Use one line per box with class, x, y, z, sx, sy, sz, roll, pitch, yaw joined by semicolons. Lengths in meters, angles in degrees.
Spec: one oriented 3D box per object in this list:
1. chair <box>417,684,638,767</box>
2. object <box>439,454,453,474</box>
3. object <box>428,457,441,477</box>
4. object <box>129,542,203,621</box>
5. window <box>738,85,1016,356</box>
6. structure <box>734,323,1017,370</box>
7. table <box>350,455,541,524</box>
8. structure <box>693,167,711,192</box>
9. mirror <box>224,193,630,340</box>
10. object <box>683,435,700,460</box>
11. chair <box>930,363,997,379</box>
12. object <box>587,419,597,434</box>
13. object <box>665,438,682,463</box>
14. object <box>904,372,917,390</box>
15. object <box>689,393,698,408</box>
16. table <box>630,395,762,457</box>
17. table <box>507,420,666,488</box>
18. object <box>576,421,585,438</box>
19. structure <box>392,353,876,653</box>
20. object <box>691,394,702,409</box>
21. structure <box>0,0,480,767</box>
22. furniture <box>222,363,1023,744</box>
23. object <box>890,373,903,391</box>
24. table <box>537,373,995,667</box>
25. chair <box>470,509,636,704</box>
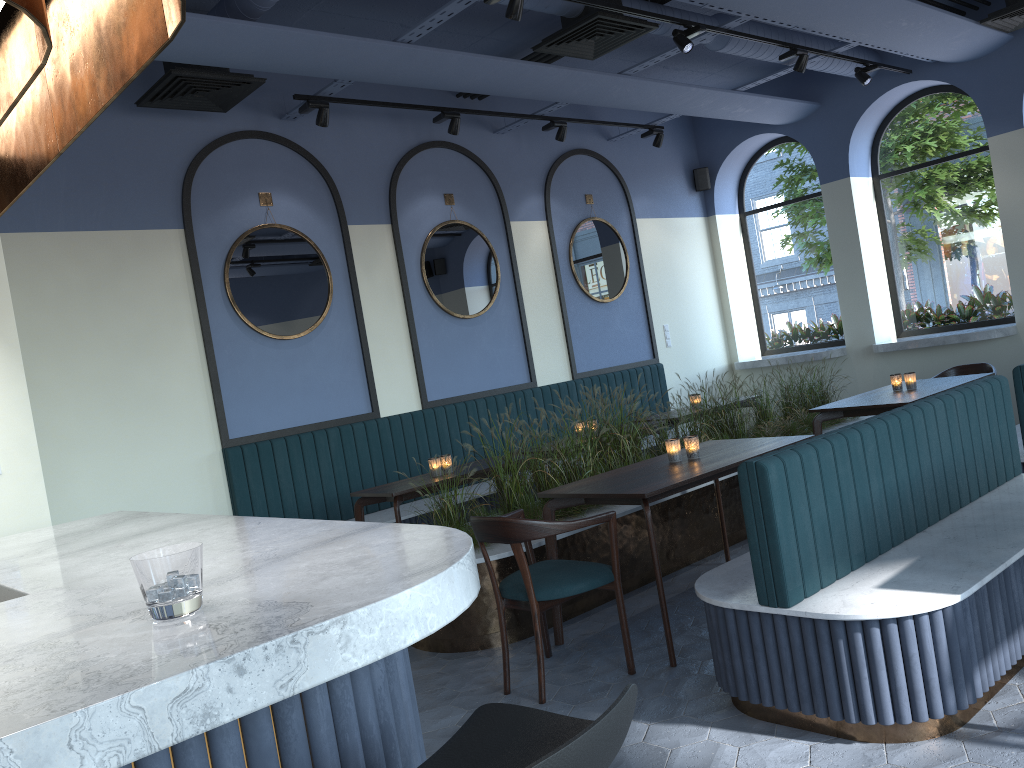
chair;1.167;0.749;0.131;6.322;0.949;3.651;-11;2;-43
object;-0.436;0.532;5.896;0.078;0.120;0.078;-10;1;-25
object;-0.504;0.545;5.827;0.078;0.120;0.078;-10;1;-25
object;-0.541;0.316;1.409;0.111;0.102;0.111;-9;1;20
window;3.561;-1.457;3.077;3.897;2.394;14.212;-9;1;9
structure;3.545;-0.211;3.124;4.315;0.080;14.155;-9;1;10
table;-0.361;0.963;5.897;1.285;0.755;0.548;-11;2;-42
structure;0.004;-1.795;3.736;7.261;0.268;13.143;-9;2;32
mirror;-0.428;-1.106;7.659;4.357;1.089;0.026;-11;2;-42
object;0.946;0.332;4.653;0.078;0.120;0.078;-9;2;31
chair;3.576;0.264;6.980;0.525;0.793;0.618;-11;2;-42
object;0.620;0.334;6.813;0.078;0.120;0.078;-9;2;31
object;0.849;0.348;4.654;0.078;0.120;0.078;-9;2;31
object;2.826;-0.020;6.286;0.078;0.120;0.078;-10;1;-25
object;1.600;0.148;7.761;0.078;0.120;0.078;-9;2;31
table;1.681;0.578;7.742;1.332;0.755;0.548;-11;2;-42
table;0.652;0.772;6.813;1.332;0.755;0.548;-11;2;-42
object;0.524;0.350;6.813;0.078;0.120;0.078;-9;2;31
structure;1.175;0.470;6.212;4.878;1.207;1.143;-11;2;-40
object;1.600;0.151;7.664;0.078;0.120;0.078;-9;2;31
structure;-2.424;-0.132;1.518;3.653;3.800;3.220;-11;2;-42
furniture;1.403;0.467;5.958;4.800;1.150;4.703;-11;2;-42
object;2.758;-0.010;6.355;0.078;0.120;0.078;-10;1;-25
table;1.317;0.766;2.484;3.997;0.755;9.778;-9;2;32
chair;0.141;0.910;3.877;0.525;0.793;0.618;-11;2;-42
